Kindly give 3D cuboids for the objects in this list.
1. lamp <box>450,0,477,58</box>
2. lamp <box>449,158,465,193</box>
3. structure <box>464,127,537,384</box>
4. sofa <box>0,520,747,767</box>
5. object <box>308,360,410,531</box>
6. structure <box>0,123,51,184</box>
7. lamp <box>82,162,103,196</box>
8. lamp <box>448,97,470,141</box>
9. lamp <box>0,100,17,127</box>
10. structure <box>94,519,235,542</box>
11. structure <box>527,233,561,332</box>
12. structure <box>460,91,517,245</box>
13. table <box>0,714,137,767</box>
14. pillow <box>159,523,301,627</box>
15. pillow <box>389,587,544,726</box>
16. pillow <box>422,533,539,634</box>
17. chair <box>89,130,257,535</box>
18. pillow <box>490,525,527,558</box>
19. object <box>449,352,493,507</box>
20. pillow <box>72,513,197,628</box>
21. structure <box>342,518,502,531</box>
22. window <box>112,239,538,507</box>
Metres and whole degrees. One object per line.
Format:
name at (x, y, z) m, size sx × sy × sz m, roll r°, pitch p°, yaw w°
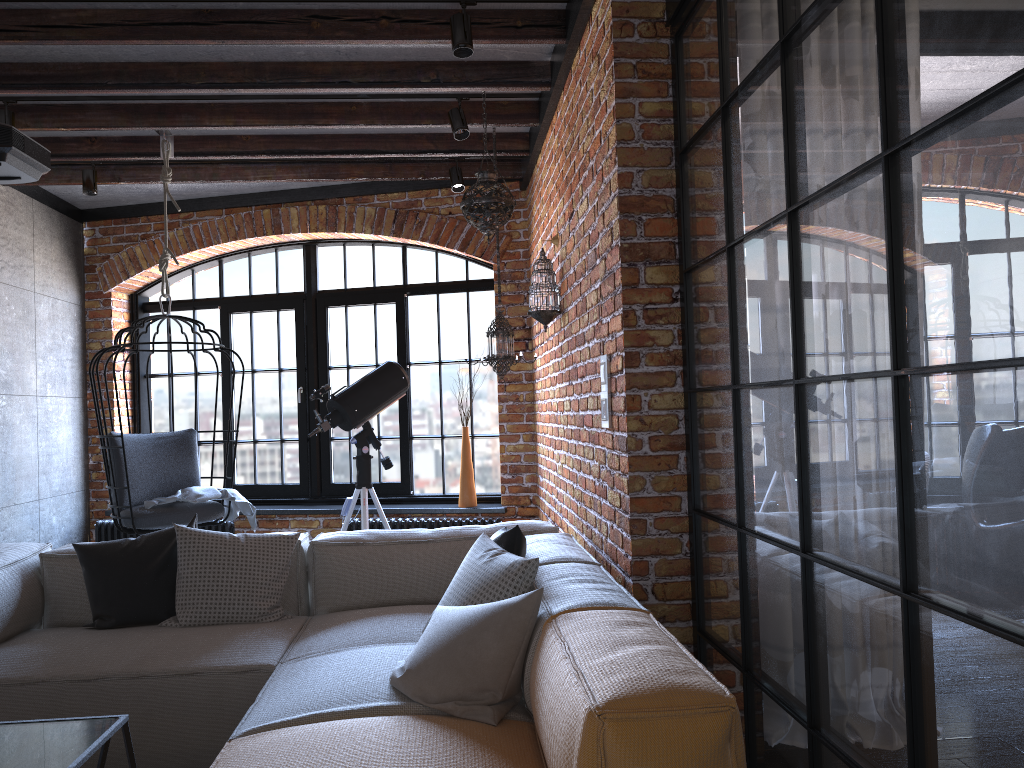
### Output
lamp at (-0.191, -1.359, 3.402) m, size 0.085 × 0.194 × 0.113 m, roll -1°, pitch -2°, yaw -33°
lamp at (-0.343, -1.286, 5.481) m, size 0.093 × 0.208 × 0.134 m, roll -1°, pitch -2°, yaw -29°
structure at (-0.077, -0.720, 4.701) m, size 0.389 × 1.437 × 0.338 m, roll -2°, pitch -1°, yaw -4°
sofa at (-0.855, 0.917, 2.229) m, size 2.536 × 0.697 × 3.301 m, roll -2°, pitch -2°, yaw -5°
object at (-0.928, 0.597, 5.213) m, size 0.570 × 1.471 × 0.616 m, roll -2°, pitch -1°, yaw 22°
structure at (-2.140, -1.248, 3.566) m, size 0.409 × 0.816 × 0.464 m, roll -2°, pitch -1°, yaw -4°
lamp at (-2.514, -1.230, 5.324) m, size 0.121 × 0.184 × 0.082 m, roll -2°, pitch -1°, yaw -11°
lamp at (-0.266, -1.320, 4.423) m, size 0.090 × 0.208 × 0.134 m, roll -1°, pitch -2°, yaw -37°
lamp at (-2.433, -1.262, 4.265) m, size 0.083 × 0.188 × 0.116 m, roll -1°, pitch -2°, yaw -41°
structure at (-2.394, 1.175, 6.116) m, size 1.115 × 0.476 × 0.106 m, roll -2°, pitch -1°, yaw 13°
structure at (0.155, -0.492, 4.304) m, size 0.169 × 0.482 × 0.169 m, roll -2°, pitch -1°, yaw -4°
structure at (-0.127, -1.064, 4.294) m, size 0.265 × 0.779 × 0.273 m, roll -3°, pitch -2°, yaw 35°
table at (-1.313, 1.031, 1.833) m, size 0.842 × 0.388 × 0.848 m, roll -2°, pitch -2°, yaw -4°
pillow at (-1.064, 0.717, 3.383) m, size 0.543 × 0.402 × 0.250 m, roll -1°, pitch -2°, yaw -22°
pillow at (-0.146, 0.697, 2.404) m, size 0.485 × 0.314 × 0.358 m, roll -3°, pitch -2°, yaw 38°
pillow at (-0.107, 0.678, 2.777) m, size 0.293 × 0.354 × 0.495 m, roll -1°, pitch -2°, yaw -19°
chair at (-1.913, -0.262, 4.875) m, size 0.682 × 2.220 × 0.802 m, roll -3°, pitch -2°, yaw 41°
pillow at (-0.079, 0.672, 3.120) m, size 0.263 × 0.400 × 0.510 m, roll -2°, pitch -2°, yaw -10°
object at (-0.283, 0.286, 5.857) m, size 0.270 × 1.053 × 0.299 m, roll -2°, pitch -1°, yaw 16°
pillow at (-1.403, 0.715, 3.383) m, size 0.538 × 0.417 × 0.239 m, roll -2°, pitch -1°, yaw -15°
structure at (-0.568, 1.102, 5.705) m, size 1.115 × 0.476 × 0.106 m, roll -2°, pitch -1°, yaw 13°
window at (-1.437, -0.094, 6.431) m, size 3.293 × 2.232 × 0.177 m, roll -2°, pitch -1°, yaw 13°
